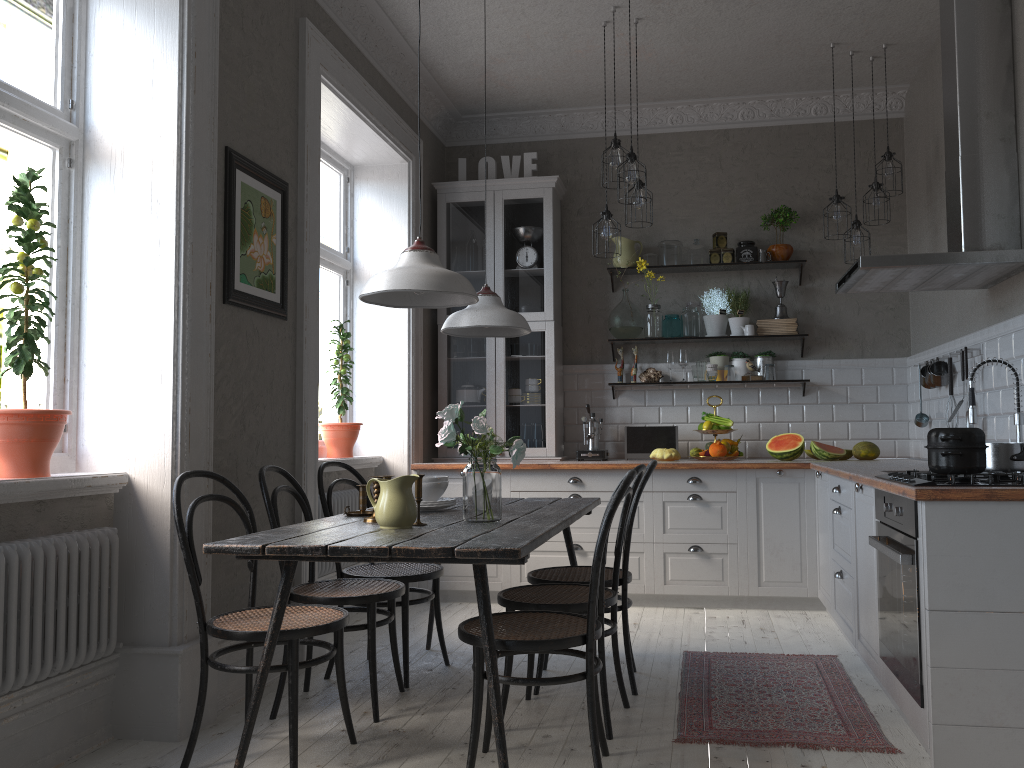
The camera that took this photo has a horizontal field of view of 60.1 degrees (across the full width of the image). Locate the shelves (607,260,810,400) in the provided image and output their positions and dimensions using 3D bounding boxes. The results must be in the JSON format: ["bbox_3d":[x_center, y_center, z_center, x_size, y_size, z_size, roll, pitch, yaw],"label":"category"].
[{"bbox_3d":[1.315,-0.336,5.998,1.307,0.923,0.230,-1,-3,10],"label":"shelves"}]

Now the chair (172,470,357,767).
[{"bbox_3d":[-0.799,0.740,2.860,0.542,0.920,0.443,-1,-4,18],"label":"chair"}]

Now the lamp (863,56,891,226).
[{"bbox_3d":[2.188,-1.833,5.374,0.150,1.735,0.143,2,-4,-37],"label":"lamp"}]

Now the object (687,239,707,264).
[{"bbox_3d":[1.277,-0.893,6.115,0.142,0.220,0.137,2,-4,-30],"label":"object"}]

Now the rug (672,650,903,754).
[{"bbox_3d":[1.021,1.213,3.495,0.730,0.014,1.299,-1,-3,12],"label":"rug"}]

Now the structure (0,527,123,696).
[{"bbox_3d":[-1.476,0.658,2.397,0.148,0.428,1.231,-1,-3,10],"label":"structure"}]

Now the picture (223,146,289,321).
[{"bbox_3d":[-1.053,-0.603,3.686,0.020,0.619,0.525,-1,-3,12],"label":"picture"}]

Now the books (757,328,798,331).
[{"bbox_3d":[1.777,-0.355,5.927,0.257,0.016,0.160,-2,-4,19],"label":"books"}]

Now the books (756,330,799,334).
[{"bbox_3d":[1.777,-0.344,5.926,0.257,0.016,0.160,-2,-4,23],"label":"books"}]

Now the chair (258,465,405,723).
[{"bbox_3d":[-0.686,0.772,3.408,0.546,0.920,0.440,-1,-3,8],"label":"chair"}]

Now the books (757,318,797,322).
[{"bbox_3d":[1.777,-0.420,5.931,0.258,0.011,0.159,-1,-4,16],"label":"books"}]

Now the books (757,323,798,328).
[{"bbox_3d":[1.777,-0.387,5.929,0.258,0.011,0.159,-1,-4,16],"label":"books"}]

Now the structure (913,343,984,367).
[{"bbox_3d":[2.343,-0.137,4.801,0.094,0.053,1.094,-1,-3,12],"label":"structure"}]

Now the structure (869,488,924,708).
[{"bbox_3d":[1.557,0.673,2.932,0.614,0.623,0.627,-1,-3,11],"label":"structure"}]

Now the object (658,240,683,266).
[{"bbox_3d":[1.082,-0.878,6.051,0.176,0.184,0.168,2,-4,-40],"label":"object"}]

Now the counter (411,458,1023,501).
[{"bbox_3d":[0.756,0.437,4.416,3.138,0.039,3.416,-1,-3,11],"label":"counter"}]

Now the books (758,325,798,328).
[{"bbox_3d":[1.777,-0.377,5.928,0.259,0.011,0.159,-1,-4,13],"label":"books"}]

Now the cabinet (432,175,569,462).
[{"bbox_3d":[-0.073,-0.410,6.099,0.873,1.921,0.390,-1,-3,10],"label":"cabinet"}]

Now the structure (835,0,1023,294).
[{"bbox_3d":[1.885,-1.270,4.064,0.707,1.595,0.717,-1,-3,11],"label":"structure"}]

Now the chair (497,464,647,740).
[{"bbox_3d":[0.217,0.753,3.216,0.542,0.920,0.443,-1,-4,18],"label":"chair"}]

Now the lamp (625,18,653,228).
[{"bbox_3d":[0.683,-1.725,4.849,0.147,1.735,0.146,0,-3,-2],"label":"lamp"}]

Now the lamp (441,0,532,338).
[{"bbox_3d":[-0.113,-1.138,3.757,0.374,1.858,0.384,-1,-4,18],"label":"lamp"}]

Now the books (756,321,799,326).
[{"bbox_3d":[1.777,-0.398,5.930,0.257,0.016,0.160,-2,-4,23],"label":"books"}]

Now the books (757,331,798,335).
[{"bbox_3d":[1.777,-0.334,5.926,0.258,0.011,0.159,-1,-4,16],"label":"books"}]

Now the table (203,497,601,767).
[{"bbox_3d":[-0.217,0.855,3.300,0.898,0.735,1.934,-1,-3,12],"label":"table"}]

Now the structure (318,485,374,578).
[{"bbox_3d":[-0.946,0.802,4.891,0.148,0.428,1.231,-1,-3,10],"label":"structure"}]

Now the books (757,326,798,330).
[{"bbox_3d":[1.777,-0.366,5.928,0.258,0.011,0.159,-1,-4,16],"label":"books"}]

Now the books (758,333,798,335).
[{"bbox_3d":[1.777,-0.322,5.925,0.259,0.011,0.159,-1,-4,13],"label":"books"}]

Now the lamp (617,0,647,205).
[{"bbox_3d":[0.605,-1.793,4.545,0.149,1.735,0.144,2,-4,-32],"label":"lamp"}]

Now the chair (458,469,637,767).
[{"bbox_3d":[0.110,0.722,2.690,0.546,0.920,0.440,-1,-3,8],"label":"chair"}]

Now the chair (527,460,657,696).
[{"bbox_3d":[0.337,0.780,3.689,0.546,0.920,0.440,-1,-3,8],"label":"chair"}]

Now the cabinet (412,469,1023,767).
[{"bbox_3d":[1.232,0.847,4.461,2.027,0.854,4.113,2,-4,-33],"label":"cabinet"}]

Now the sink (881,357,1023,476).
[{"bbox_3d":[1.804,0.253,3.581,0.524,0.720,0.489,-1,-3,11],"label":"sink"}]

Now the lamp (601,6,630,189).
[{"bbox_3d":[0.544,-1.913,4.725,0.147,1.735,0.146,0,-3,-2],"label":"lamp"}]

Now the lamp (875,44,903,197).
[{"bbox_3d":[2.193,-1.972,5.207,0.148,1.735,0.145,1,-4,-17],"label":"lamp"}]

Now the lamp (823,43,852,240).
[{"bbox_3d":[1.880,-1.713,5.174,0.143,1.735,0.150,-3,-5,43],"label":"lamp"}]

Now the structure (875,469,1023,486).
[{"bbox_3d":[1.530,0.310,2.963,0.492,0.031,0.610,-1,-3,11],"label":"structure"}]

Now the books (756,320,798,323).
[{"bbox_3d":[1.777,-0.409,5.930,0.257,0.016,0.160,-2,-4,19],"label":"books"}]

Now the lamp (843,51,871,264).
[{"bbox_3d":[2.034,-1.585,5.277,0.148,1.735,0.145,1,-4,-17],"label":"lamp"}]

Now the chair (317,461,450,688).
[{"bbox_3d":[-0.567,0.799,3.883,0.541,0.920,0.444,-2,-4,23],"label":"chair"}]

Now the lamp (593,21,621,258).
[{"bbox_3d":[0.513,-1.563,4.872,0.149,1.735,0.144,1,-4,-22],"label":"lamp"}]

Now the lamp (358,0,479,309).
[{"bbox_3d":[-0.301,-1.189,2.877,0.387,1.858,0.371,3,-5,-42],"label":"lamp"}]
